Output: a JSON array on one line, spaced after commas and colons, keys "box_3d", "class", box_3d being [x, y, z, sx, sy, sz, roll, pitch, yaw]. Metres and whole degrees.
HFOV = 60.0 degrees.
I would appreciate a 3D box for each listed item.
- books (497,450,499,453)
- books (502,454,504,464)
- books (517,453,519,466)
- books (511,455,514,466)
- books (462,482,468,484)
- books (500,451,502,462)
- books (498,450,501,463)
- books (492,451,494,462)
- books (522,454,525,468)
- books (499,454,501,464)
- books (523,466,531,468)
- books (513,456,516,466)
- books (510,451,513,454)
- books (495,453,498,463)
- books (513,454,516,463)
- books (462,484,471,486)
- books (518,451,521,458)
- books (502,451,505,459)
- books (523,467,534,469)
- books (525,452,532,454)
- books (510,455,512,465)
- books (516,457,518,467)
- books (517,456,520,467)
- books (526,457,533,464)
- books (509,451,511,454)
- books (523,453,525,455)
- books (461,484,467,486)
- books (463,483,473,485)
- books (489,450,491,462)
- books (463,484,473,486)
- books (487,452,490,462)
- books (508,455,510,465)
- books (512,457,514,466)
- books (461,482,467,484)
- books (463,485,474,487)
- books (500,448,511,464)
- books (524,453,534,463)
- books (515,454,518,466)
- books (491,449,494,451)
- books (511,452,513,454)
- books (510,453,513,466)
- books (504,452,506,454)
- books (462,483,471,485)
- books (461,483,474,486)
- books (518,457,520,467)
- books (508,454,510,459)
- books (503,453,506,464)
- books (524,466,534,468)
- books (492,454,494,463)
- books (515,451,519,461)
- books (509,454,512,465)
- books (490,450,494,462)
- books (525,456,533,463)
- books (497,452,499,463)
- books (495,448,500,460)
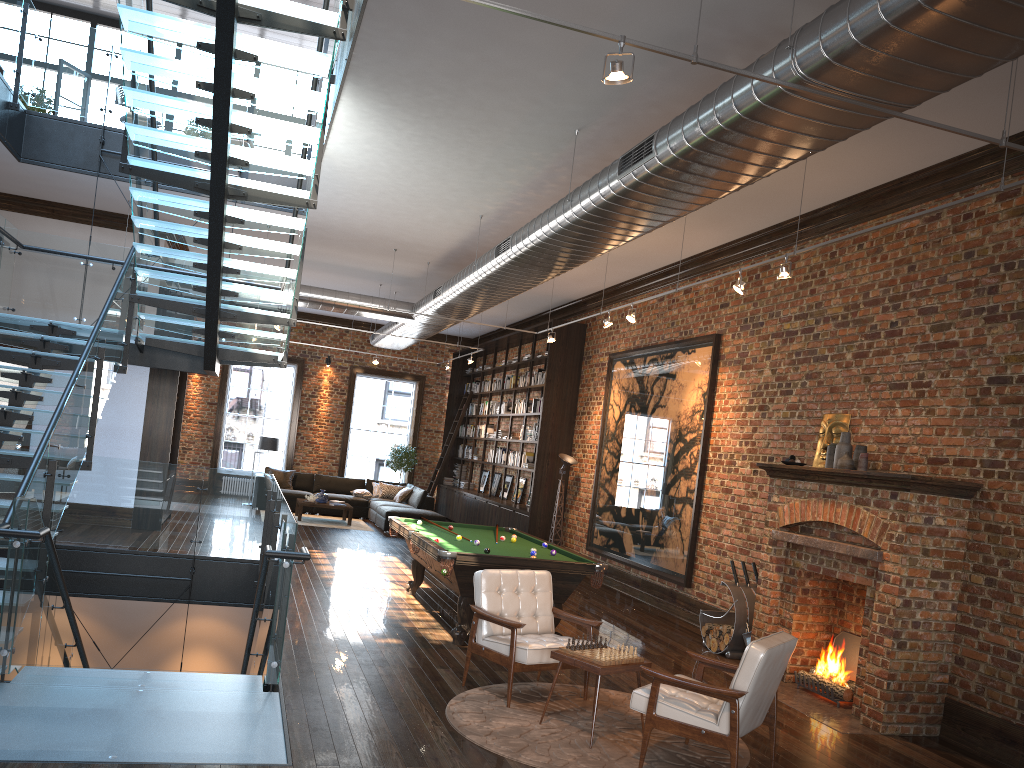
[{"box_3d": [-0.237, 1.518, 18.469, 0.155, 0.276, 0.013, 7, 0, -17], "class": "books"}, {"box_3d": [-0.101, 1.527, 17.928, 0.191, 0.205, 0.025, 7, 0, -17], "class": "books"}, {"box_3d": [0.185, 1.458, 16.967, 0.162, 0.264, 0.033, 7, 0, -17], "class": "books"}, {"box_3d": [0.084, 1.495, 17.288, 0.175, 0.217, 0.027, 7, 0, -17], "class": "books"}, {"box_3d": [-1.047, 2.304, 20.638, 0.227, 0.007, 0.371, 9, -5, -22], "class": "books"}, {"box_3d": [-0.146, 1.507, 18.043, 0.187, 0.251, 0.050, 7, 0, -17], "class": "books"}, {"box_3d": [-0.179, 1.497, 18.202, 0.185, 0.288, 0.016, 7, 0, -17], "class": "books"}, {"box_3d": [-0.311, 1.532, 18.637, 0.184, 0.256, 0.029, 7, 0, -17], "class": "books"}, {"box_3d": [0.278, 1.451, 16.627, 0.176, 0.246, 0.038, 7, 0, -17], "class": "books"}, {"box_3d": [-0.166, 1.534, 18.117, 0.180, 0.206, 0.012, 7, 0, -17], "class": "books"}, {"box_3d": [0.326, 1.538, 16.310, 0.160, 0.012, 0.339, 8, -5, -12], "class": "books"}, {"box_3d": [0.114, 1.501, 17.183, 0.165, 0.196, 0.027, 7, 0, -17], "class": "books"}, {"box_3d": [0.034, 1.476, 17.543, 0.160, 0.285, 0.014, 7, 0, -17], "class": "books"}, {"box_3d": [-0.254, 1.548, 18.427, 0.175, 0.206, 0.031, 7, 0, -17], "class": "books"}, {"box_3d": [0.106, 1.483, 17.228, 0.166, 0.238, 0.034, 7, 0, -17], "class": "books"}, {"box_3d": [-1.046, 2.351, 20.640, 0.229, 0.008, 0.330, 8, -5, -20], "class": "books"}, {"box_3d": [0.205, 1.441, 16.922, 0.178, 0.297, 0.014, 7, 0, -17], "class": "books"}, {"box_3d": [-0.111, 1.502, 17.972, 0.172, 0.258, 0.013, 7, 0, -17], "class": "books"}, {"box_3d": [0.320, 1.549, 16.309, 0.160, 0.012, 0.338, 8, -5, -14], "class": "books"}, {"box_3d": [0.298, 1.429, 16.659, 0.149, 0.300, 0.013, 7, 0, -17], "class": "books"}, {"box_3d": [0.050, 1.509, 17.445, 0.170, 0.208, 0.028, 7, 0, -17], "class": "books"}, {"box_3d": [0.185, 1.462, 16.990, 0.182, 0.261, 0.012, 7, 0, -17], "class": "books"}, {"box_3d": [0.204, 1.484, 16.901, 0.183, 0.207, 0.028, 7, 0, -17], "class": "books"}, {"box_3d": [0.330, 1.469, 16.545, 0.137, 0.210, 0.035, 7, 0, -17], "class": "books"}, {"box_3d": [-0.011, 1.479, 17.682, 0.132, 0.291, 0.016, 7, 0, -17], "class": "books"}, {"box_3d": [0.262, 1.445, 16.737, 0.175, 0.272, 0.031, 7, 0, -17], "class": "books"}, {"box_3d": [-1.047, 2.358, 20.640, 0.227, 0.007, 0.370, 8, -5, -13], "class": "books"}, {"box_3d": [-1.039, 2.320, 20.641, 0.229, 0.008, 0.329, 8, -5, -14], "class": "books"}, {"box_3d": [-0.384, 1.533, 18.873, 0.180, 0.275, 0.013, 7, 0, -17], "class": "books"}, {"box_3d": [-1.042, 2.344, 20.641, 0.229, 0.008, 0.329, 8, -5, -14], "class": "books"}, {"box_3d": [-0.424, 1.579, 19.025, 0.178, 0.205, 0.068, 7, 0, -17], "class": "books"}, {"box_3d": [0.008, 1.519, 17.593, 0.159, 0.201, 0.028, 7, 0, -17], "class": "books"}, {"box_3d": [0.086, 1.510, 17.258, 0.175, 0.184, 0.034, 7, 0, -17], "class": "books"}, {"box_3d": [-1.033, 2.313, 20.642, 0.229, 0.008, 0.328, 8, -5, -16], "class": "books"}, {"box_3d": [-1.042, 2.367, 20.642, 0.229, 0.008, 0.328, 8, -5, -15], "class": "books"}, {"box_3d": [-0.129, 1.474, 18.013, 0.187, 0.317, 0.015, 7, 0, -17], "class": "books"}, {"box_3d": [0.316, 1.434, 16.599, 0.160, 0.285, 0.014, 7, 0, -17], "class": "books"}, {"box_3d": [0.163, 1.471, 17.037, 0.192, 0.245, 0.031, 7, 0, -17], "class": "books"}, {"box_3d": [-0.357, 1.533, 18.830, 0.181, 0.276, 0.083, 7, 0, -17], "class": "books"}, {"box_3d": [0.038, 1.477, 17.494, 0.146, 0.275, 0.013, 7, 0, -17], "class": "books"}, {"box_3d": [0.072, 1.485, 17.357, 0.179, 0.246, 0.031, 7, 0, -17], "class": "books"}, {"box_3d": [-0.080, 1.499, 17.880, 0.177, 0.256, 0.014, 7, 0, -17], "class": "books"}, {"box_3d": [-1.049, 2.327, 20.638, 0.229, 0.008, 0.332, 8, -5, -11], "class": "books"}, {"box_3d": [-1.038, 2.337, 20.642, 0.227, 0.007, 0.368, 8, -5, -17], "class": "books"}, {"box_3d": [0.215, 1.483, 16.858, 0.167, 0.204, 0.027, 7, 0, -17], "class": "books"}, {"box_3d": [-0.016, 1.511, 17.655, 0.153, 0.221, 0.034, 7, 0, -17], "class": "books"}, {"box_3d": [-0.082, 1.517, 17.855, 0.191, 0.218, 0.033, 7, 0, -17], "class": "books"}, {"box_3d": [0.325, 1.525, 16.309, 0.161, 0.012, 0.304, 8, -5, -11], "class": "books"}, {"box_3d": [-0.302, 1.509, 18.616, 0.185, 0.301, 0.016, 7, 0, -17], "class": "books"}, {"box_3d": [0.141, 1.454, 17.158, 0.152, 0.292, 0.031, 7, 0, -17], "class": "books"}, {"box_3d": [0.032, 1.495, 17.470, 0.168, 0.234, 0.032, 7, 0, -17], "class": "books"}, {"box_3d": [-0.351, 1.534, 18.745, 0.190, 0.260, 0.027, 7, 0, -17], "class": "books"}, {"box_3d": [0.319, 1.461, 16.577, 0.141, 0.229, 0.032, 7, 0, -17], "class": "books"}, {"box_3d": [-0.213, 1.504, 18.371, 0.155, 0.294, 0.029, 7, 0, -17], "class": "books"}, {"box_3d": [-0.264, 1.502, 18.528, 0.170, 0.311, 0.038, 7, 0, -17], "class": "books"}]
